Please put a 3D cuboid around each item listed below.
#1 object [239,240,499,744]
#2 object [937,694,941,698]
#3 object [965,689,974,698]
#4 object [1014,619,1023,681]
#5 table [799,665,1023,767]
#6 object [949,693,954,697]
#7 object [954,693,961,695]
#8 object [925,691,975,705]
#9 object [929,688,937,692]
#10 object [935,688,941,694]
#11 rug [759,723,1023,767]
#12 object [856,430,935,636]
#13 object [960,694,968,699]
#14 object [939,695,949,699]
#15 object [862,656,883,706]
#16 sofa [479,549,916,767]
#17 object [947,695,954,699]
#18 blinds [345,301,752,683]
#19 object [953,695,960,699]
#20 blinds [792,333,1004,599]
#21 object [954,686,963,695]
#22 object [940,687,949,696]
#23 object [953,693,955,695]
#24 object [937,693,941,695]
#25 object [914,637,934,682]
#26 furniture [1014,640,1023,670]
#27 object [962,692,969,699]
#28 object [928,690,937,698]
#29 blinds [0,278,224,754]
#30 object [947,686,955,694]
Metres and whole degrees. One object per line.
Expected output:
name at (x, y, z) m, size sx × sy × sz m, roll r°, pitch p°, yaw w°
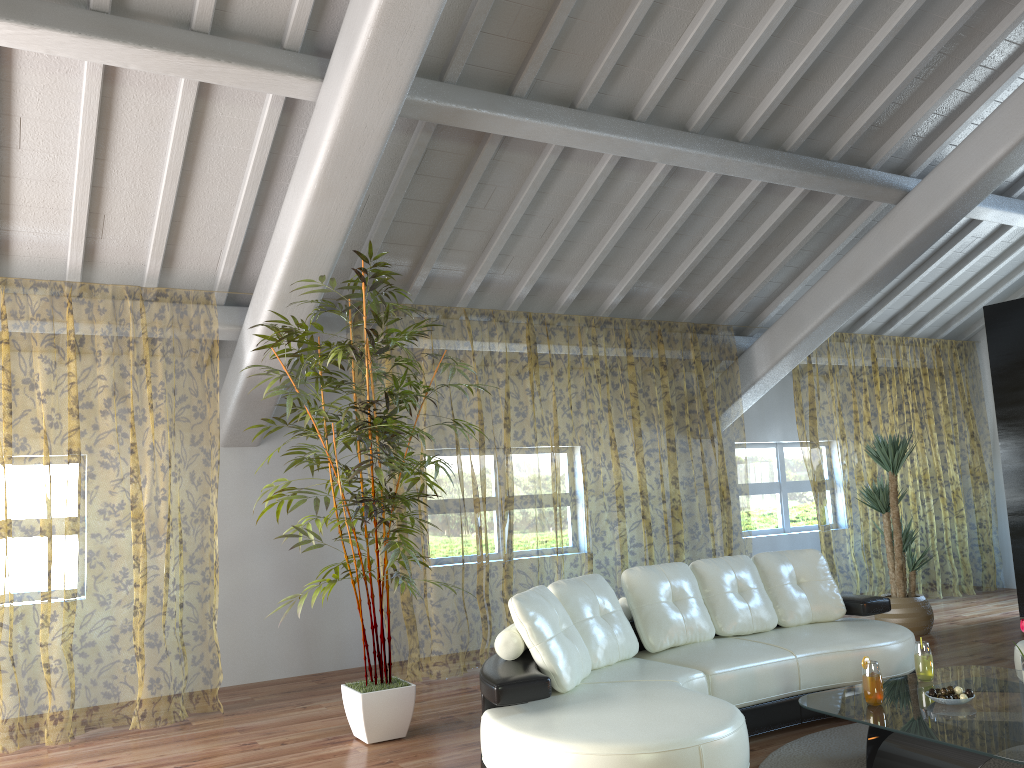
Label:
object at (-0.718, 0.578, 4.635) m, size 1.399 × 2.473 × 1.177 m, roll -2°, pitch -7°, yaw -5°
object at (1.694, 1.242, 3.504) m, size 0.031 × 0.030 × 0.032 m, roll -6°, pitch -8°, yaw 23°
object at (1.791, 1.211, 3.471) m, size 0.030 × 0.033 × 0.030 m, roll -9°, pitch -9°, yaw 40°
object at (1.987, 1.073, 3.429) m, size 0.069 × 0.323 × 0.060 m, roll -8°, pitch -9°, yaw 37°
table at (1.920, 1.382, 3.406) m, size 1.201 × 0.290 × 1.201 m, roll 1°, pitch -8°, yaw -27°
object at (1.736, 1.242, 3.515) m, size 0.032 × 0.030 × 0.031 m, roll -4°, pitch -7°, yaw 6°
object at (1.769, 1.239, 3.517) m, size 0.030 × 0.032 × 0.031 m, roll 2°, pitch -8°, yaw -32°
object at (1.734, 1.243, 3.509) m, size 0.178 × 0.031 × 0.178 m, roll 2°, pitch -9°, yaw -37°
object at (1.685, 1.236, 3.552) m, size 0.030 × 0.031 × 0.032 m, roll 0°, pitch -8°, yaw -21°
object at (1.713, 1.239, 3.564) m, size 0.031 × 0.030 × 0.032 m, roll -3°, pitch -7°, yaw 4°
rug at (2.086, 1.512, 3.269) m, size 2.307 × 0.020 × 2.313 m, roll -7°, pitch -8°, yaw 31°
object at (2.985, 1.153, 6.943) m, size 0.564 × 1.586 × 0.588 m, roll -3°, pitch -7°, yaw 4°
object at (1.765, 1.226, 3.464) m, size 0.032 × 0.032 × 0.030 m, roll 1°, pitch -8°, yaw -26°
object at (1.692, 1.233, 3.472) m, size 0.032 × 0.031 × 0.031 m, roll -8°, pitch -9°, yaw 37°
object at (1.436, 1.181, 3.541) m, size 0.081 × 0.192 × 0.075 m, roll -4°, pitch -7°, yaw 5°
sofa at (0.916, 1.308, 4.324) m, size 1.359 × 0.805 × 3.047 m, roll -9°, pitch -9°, yaw 39°
object at (1.721, 1.239, 3.486) m, size 0.031 × 0.030 × 0.032 m, roll 1°, pitch -8°, yaw -31°
blinds at (0.462, 0.733, 6.652) m, size 3.505 × 2.546 × 0.306 m, roll 1°, pitch -8°, yaw -29°
object at (1.753, 1.238, 3.489) m, size 0.032 × 0.030 × 0.032 m, roll -5°, pitch -8°, yaw 19°
blinds at (3.740, 0.797, 8.512) m, size 2.780 × 2.546 × 0.306 m, roll 1°, pitch -8°, yaw -29°
object at (1.763, 1.211, 3.502) m, size 0.032 × 0.032 × 0.029 m, roll -6°, pitch -8°, yaw 25°
object at (1.703, 1.213, 3.492) m, size 0.030 × 0.034 × 0.030 m, roll -9°, pitch -9°, yaw 41°
object at (1.769, 1.239, 3.550) m, size 0.032 × 0.032 × 0.029 m, roll -8°, pitch -9°, yaw 35°
object at (1.709, 1.246, 3.533) m, size 0.032 × 0.029 × 0.032 m, roll -6°, pitch -8°, yaw 23°
object at (1.806, 1.207, 3.896) m, size 0.081 × 0.192 × 0.075 m, roll 0°, pitch -8°, yaw -24°
furniture at (2.975, 1.396, 4.105) m, size 1.134 × 0.367 × 0.596 m, roll -10°, pitch -10°, yaw 43°
object at (1.785, 1.231, 3.493) m, size 0.032 × 0.031 × 0.031 m, roll 0°, pitch -8°, yaw -19°
object at (1.673, 1.234, 3.524) m, size 0.032 × 0.031 × 0.031 m, roll -3°, pitch -7°, yaw -1°
blinds at (-3.284, 0.660, 4.528) m, size 3.505 × 2.546 × 0.306 m, roll 1°, pitch -8°, yaw -29°
object at (1.749, 1.219, 3.534) m, size 0.031 × 0.031 × 0.030 m, roll 1°, pitch -8°, yaw -26°
